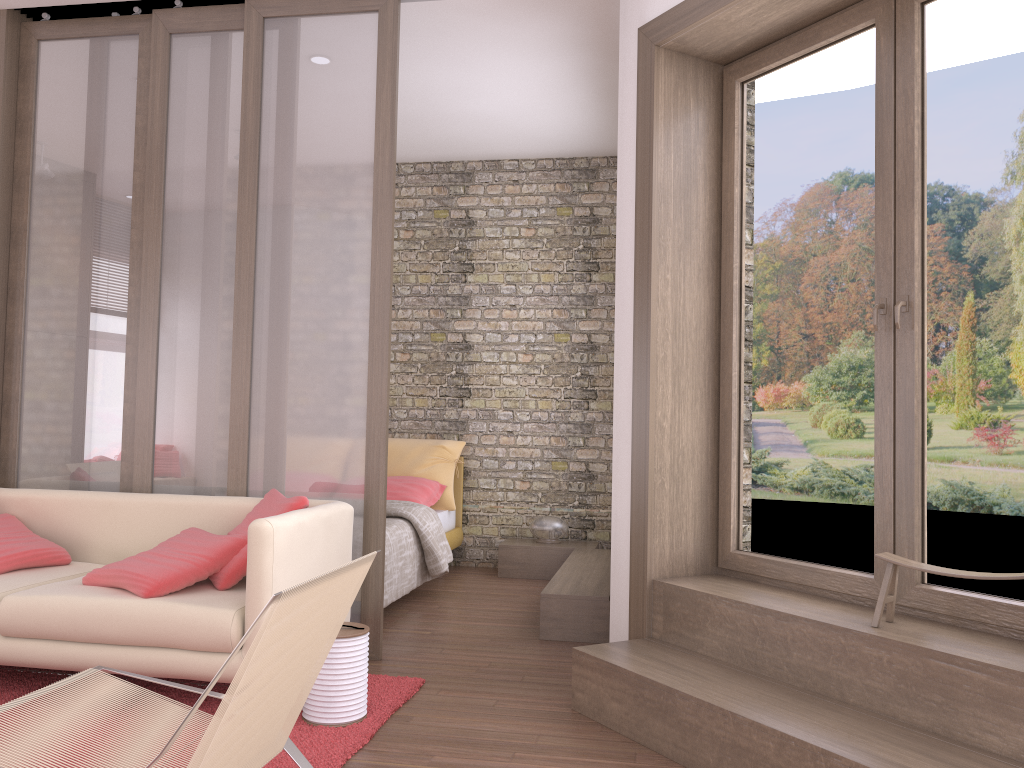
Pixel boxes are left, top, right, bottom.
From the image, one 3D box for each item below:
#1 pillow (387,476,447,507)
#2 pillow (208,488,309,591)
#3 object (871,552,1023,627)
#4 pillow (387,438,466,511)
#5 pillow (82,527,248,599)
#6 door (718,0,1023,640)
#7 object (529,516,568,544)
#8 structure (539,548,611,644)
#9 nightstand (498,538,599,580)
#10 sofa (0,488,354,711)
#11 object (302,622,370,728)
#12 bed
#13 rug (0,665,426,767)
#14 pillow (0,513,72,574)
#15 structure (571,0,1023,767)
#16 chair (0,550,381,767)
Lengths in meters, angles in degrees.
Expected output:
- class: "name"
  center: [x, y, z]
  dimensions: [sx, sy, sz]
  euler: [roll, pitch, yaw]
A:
- class: "pillow"
  center: [-0.944, 0.815, 6.541]
  dimensions: [0.834, 0.261, 0.540]
  euler: [1, -3, 10]
- class: "pillow"
  center: [-1.120, 0.649, 3.774]
  dimensions: [0.379, 0.377, 0.498]
  euler: [3, -3, -30]
- class: "object"
  center: [1.400, 0.675, 2.777]
  dimensions: [0.499, 0.233, 0.136]
  euler: [-1, -4, 45]
- class: "pillow"
  center: [-0.876, 0.701, 6.899]
  dimensions: [1.021, 0.557, 0.366]
  euler: [1, -3, 10]
- class: "pillow"
  center: [-1.389, 0.718, 3.595]
  dimensions: [0.507, 0.224, 0.467]
  euler: [-1, -3, 37]
- class: "door"
  center: [1.386, -0.327, 3.186]
  dimensions: [0.142, 2.275, 1.800]
  euler: [3, -3, -30]
- class: "object"
  center: [0.277, 1.095, 6.687]
  dimensions: [0.296, 0.199, 0.211]
  euler: [1, -3, 7]
- class: "structure"
  center: [0.727, -0.052, 5.509]
  dimensions: [0.808, 2.881, 2.039]
  euler: [1, -3, 10]
- class: "nightstand"
  center: [0.281, 1.312, 6.637]
  dimensions: [0.707, 0.240, 0.400]
  euler: [1, -3, 10]
- class: "sofa"
  center: [-1.879, 0.868, 3.781]
  dimensions: [2.204, 0.751, 0.919]
  euler: [1, -3, 10]
- class: "object"
  center: [-0.657, 1.074, 3.315]
  dimensions: [0.239, 0.341, 0.239]
  euler: [-1, -4, 42]
- class: "bed"
  center: [-1.455, 0.933, 6.001]
  dimensions: [2.219, 0.861, 2.360]
  euler: [1, -3, 10]
- class: "rug"
  center: [-2.104, 1.176, 2.449]
  dimensions: [2.938, 0.016, 3.344]
  euler: [1, -3, 10]
- class: "pillow"
  center: [-2.299, 0.714, 3.927]
  dimensions: [0.467, 0.224, 0.507]
  euler: [0, -3, 22]
- class: "structure"
  center: [1.083, -0.164, 3.002]
  dimensions: [0.845, 2.881, 2.039]
  euler: [3, -3, -30]
- class: "chair"
  center: [-0.848, 0.816, 2.182]
  dimensions: [0.853, 0.762, 0.739]
  euler: [1, -3, 10]
